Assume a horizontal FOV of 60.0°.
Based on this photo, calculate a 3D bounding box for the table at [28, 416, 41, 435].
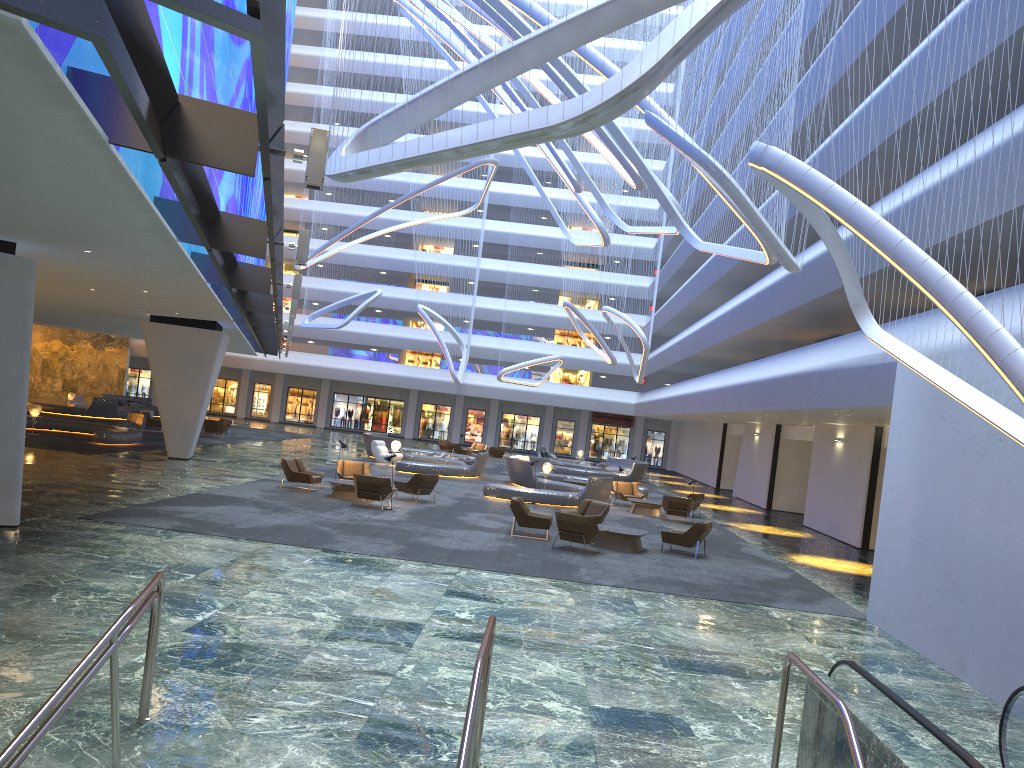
[{"bbox_3d":[-15.667,1.353,29.024,0.427,0.595,0.418,7,-1,2],"label":"table"}]

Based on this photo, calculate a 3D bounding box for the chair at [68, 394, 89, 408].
[{"bbox_3d":[-22.252,1.006,45.492,0.730,0.882,1.155,8,-1,-43],"label":"chair"}]

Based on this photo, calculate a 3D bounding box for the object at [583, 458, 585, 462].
[{"bbox_3d":[3.908,4.166,48.248,0.131,0.252,0.103,7,0,-14],"label":"object"}]

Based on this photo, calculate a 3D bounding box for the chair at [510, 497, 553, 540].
[{"bbox_3d":[0.410,2.880,19.037,0.938,0.766,0.930,7,-1,5],"label":"chair"}]

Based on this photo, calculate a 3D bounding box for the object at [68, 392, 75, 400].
[{"bbox_3d":[-22.158,0.616,44.583,0.366,0.387,0.318,7,-1,10],"label":"object"}]

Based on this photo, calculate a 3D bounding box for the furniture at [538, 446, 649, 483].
[{"bbox_3d":[3.988,4.103,45.633,5.185,0.969,9.931,7,-2,-1],"label":"furniture"}]

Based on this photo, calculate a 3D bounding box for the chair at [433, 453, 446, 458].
[{"bbox_3d":[-3.704,3.218,39.199,1.788,0.501,0.584,8,-2,-33],"label":"chair"}]

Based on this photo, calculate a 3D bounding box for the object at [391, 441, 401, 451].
[{"bbox_3d":[-4.501,2.395,34.406,0.367,0.387,0.318,7,-1,-15],"label":"object"}]

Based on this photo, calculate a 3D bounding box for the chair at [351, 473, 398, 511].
[{"bbox_3d":[-3.228,2.497,20.638,0.929,0.766,0.940,7,-1,9],"label":"chair"}]

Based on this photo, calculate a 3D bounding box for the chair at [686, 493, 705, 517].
[{"bbox_3d":[5.577,3.828,28.326,0.937,0.766,0.931,6,-1,36],"label":"chair"}]

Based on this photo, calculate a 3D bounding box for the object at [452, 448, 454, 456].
[{"bbox_3d":[-2.613,3.012,39.144,0.066,0.356,0.076,7,0,-30],"label":"object"}]

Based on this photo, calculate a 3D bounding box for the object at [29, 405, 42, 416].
[{"bbox_3d":[-15.636,0.864,29.067,0.318,0.387,0.367,7,-1,10],"label":"object"}]

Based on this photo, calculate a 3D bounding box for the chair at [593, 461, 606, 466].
[{"bbox_3d":[4.862,4.381,46.717,0.937,0.766,0.931,6,-1,36],"label":"chair"}]

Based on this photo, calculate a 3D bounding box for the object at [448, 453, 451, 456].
[{"bbox_3d":[-2.754,3.112,39.059,0.071,0.118,0.151,7,-1,13],"label":"object"}]

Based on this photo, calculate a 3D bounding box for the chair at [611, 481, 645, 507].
[{"bbox_3d":[3.780,3.637,29.090,0.930,0.766,0.938,7,-1,-14],"label":"chair"}]

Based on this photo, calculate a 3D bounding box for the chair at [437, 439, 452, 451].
[{"bbox_3d":[-3.512,3.411,47.895,0.931,0.766,0.937,8,-2,-44],"label":"chair"}]

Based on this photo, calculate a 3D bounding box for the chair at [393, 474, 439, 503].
[{"bbox_3d":[-2.471,2.672,23.058,0.937,0.766,0.931,6,-1,36],"label":"chair"}]

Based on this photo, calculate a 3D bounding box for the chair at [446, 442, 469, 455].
[{"bbox_3d":[-2.839,3.397,45.153,0.927,0.766,0.941,6,-2,44],"label":"chair"}]

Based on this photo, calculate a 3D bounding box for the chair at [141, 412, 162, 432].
[{"bbox_3d":[-15.388,1.628,37.879,0.940,0.766,0.928,7,-1,-26],"label":"chair"}]

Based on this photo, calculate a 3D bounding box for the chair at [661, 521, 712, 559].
[{"bbox_3d":[3.737,3.282,19.023,0.937,0.766,0.931,6,-1,27],"label":"chair"}]

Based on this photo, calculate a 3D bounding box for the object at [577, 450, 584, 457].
[{"bbox_3d":[3.943,3.996,50.872,0.367,0.387,0.318,7,-1,-15],"label":"object"}]

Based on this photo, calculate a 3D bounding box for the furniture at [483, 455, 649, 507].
[{"bbox_3d":[1.536,3.288,30.692,5.179,0.969,9.944,6,-2,20],"label":"furniture"}]

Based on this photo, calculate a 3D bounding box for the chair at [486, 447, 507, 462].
[{"bbox_3d":[-0.838,3.692,46.692,0.930,0.766,0.938,7,-1,-19],"label":"chair"}]

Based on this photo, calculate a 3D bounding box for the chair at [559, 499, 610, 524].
[{"bbox_3d":[1.698,3.087,20.512,0.940,0.766,0.928,8,-1,-36],"label":"chair"}]

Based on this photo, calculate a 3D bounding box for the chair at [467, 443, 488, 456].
[{"bbox_3d":[-1.870,3.625,48.359,0.928,0.766,0.940,6,-1,21],"label":"chair"}]

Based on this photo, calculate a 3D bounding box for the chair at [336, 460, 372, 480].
[{"bbox_3d":[-4.268,2.482,23.822,0.930,0.766,0.938,7,-1,-14],"label":"chair"}]

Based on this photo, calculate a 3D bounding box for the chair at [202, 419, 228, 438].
[{"bbox_3d":[-12.986,1.945,38.643,0.929,0.766,0.939,7,-1,1],"label":"chair"}]

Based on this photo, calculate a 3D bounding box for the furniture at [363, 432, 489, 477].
[{"bbox_3d":[-3.765,2.853,36.615,5.187,0.969,9.928,7,-2,-5],"label":"furniture"}]

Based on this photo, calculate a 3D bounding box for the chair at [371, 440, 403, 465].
[{"bbox_3d":[-4.971,2.735,35.209,1.155,0.882,0.730,6,-1,22],"label":"chair"}]

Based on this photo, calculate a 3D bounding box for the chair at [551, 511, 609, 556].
[{"bbox_3d":[1.323,2.940,17.586,0.928,0.766,0.940,6,-1,30],"label":"chair"}]

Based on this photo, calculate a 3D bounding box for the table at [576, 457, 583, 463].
[{"bbox_3d":[3.772,4.416,49.563,0.419,0.595,0.427,8,-1,-43],"label":"table"}]

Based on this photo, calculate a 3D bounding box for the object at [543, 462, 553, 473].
[{"bbox_3d":[1.270,2.997,31.676,0.366,0.387,0.318,7,-1,10],"label":"object"}]

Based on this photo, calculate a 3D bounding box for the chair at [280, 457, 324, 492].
[{"bbox_3d":[-5.345,2.305,22.490,0.938,0.766,0.930,7,-1,11],"label":"chair"}]

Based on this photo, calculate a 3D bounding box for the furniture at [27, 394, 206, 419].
[{"bbox_3d":[-20.586,1.157,46.267,5.179,0.969,9.944,6,-2,20],"label":"furniture"}]

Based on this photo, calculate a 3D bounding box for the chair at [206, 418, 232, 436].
[{"bbox_3d":[-13.396,1.962,40.564,0.927,0.766,0.941,6,-2,41],"label":"chair"}]

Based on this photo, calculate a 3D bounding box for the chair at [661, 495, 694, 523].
[{"bbox_3d":[4.821,3.652,25.907,0.929,0.766,0.940,7,-1,9],"label":"chair"}]

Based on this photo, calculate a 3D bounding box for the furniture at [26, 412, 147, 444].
[{"bbox_3d":[-17.342,1.007,30.686,9.914,0.969,5.194,6,-2,20],"label":"furniture"}]
